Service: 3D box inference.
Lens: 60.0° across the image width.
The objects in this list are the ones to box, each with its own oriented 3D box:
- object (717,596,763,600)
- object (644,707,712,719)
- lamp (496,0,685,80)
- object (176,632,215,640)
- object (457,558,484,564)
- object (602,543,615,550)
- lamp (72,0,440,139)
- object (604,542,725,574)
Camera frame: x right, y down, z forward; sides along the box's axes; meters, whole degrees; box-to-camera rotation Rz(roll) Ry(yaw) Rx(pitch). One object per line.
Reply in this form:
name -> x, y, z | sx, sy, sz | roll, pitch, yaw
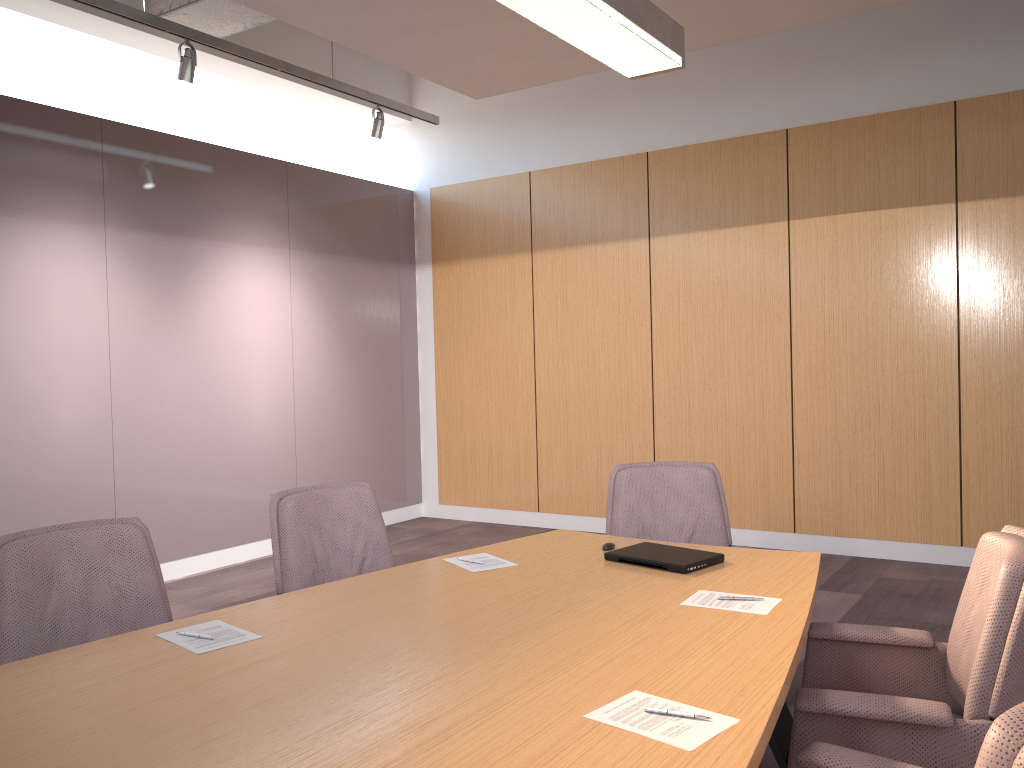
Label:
object -> 0.620, 0.580, 2.402 | 0.125, 0.009, 0.009 | -1, 1, 12
object -> 0.305, 0.606, 1.631 | 0.125, 0.009, 0.009 | -1, 1, 25
lamp -> -1.421, -1.890, 0.137 | 0.200, 1.864, 6.974 | -1, 2, 33
object -> -0.786, 0.622, 2.198 | 0.125, 0.009, 0.009 | -1, 1, 26
object -> -0.140, 0.588, 2.952 | 0.125, 0.009, 0.009 | 0, 2, 41
object -> 0.337, 0.568, 3.107 | 0.039, 0.019, 0.070 | -1, 1, 27
lamp -> -1.451, -2.157, 0.022 | 5.699, 1.321, 12.467 | -1, 2, 33
object -> 0.495, 0.565, 2.900 | 0.231, 0.026, 0.325 | -3, 2, -44
